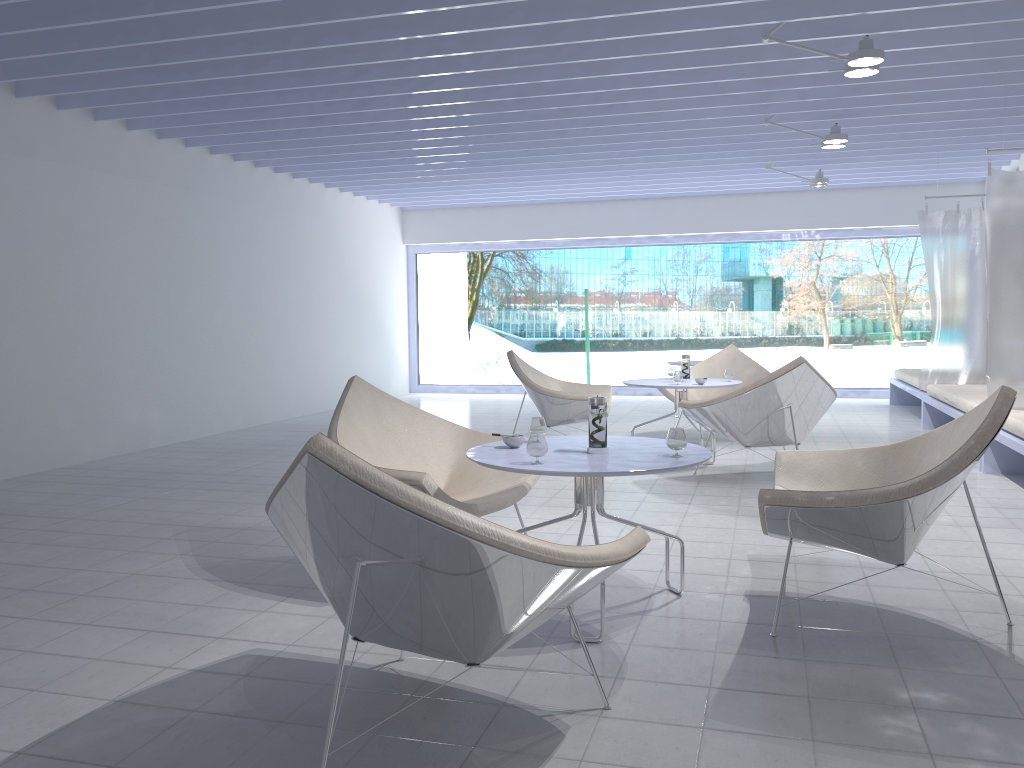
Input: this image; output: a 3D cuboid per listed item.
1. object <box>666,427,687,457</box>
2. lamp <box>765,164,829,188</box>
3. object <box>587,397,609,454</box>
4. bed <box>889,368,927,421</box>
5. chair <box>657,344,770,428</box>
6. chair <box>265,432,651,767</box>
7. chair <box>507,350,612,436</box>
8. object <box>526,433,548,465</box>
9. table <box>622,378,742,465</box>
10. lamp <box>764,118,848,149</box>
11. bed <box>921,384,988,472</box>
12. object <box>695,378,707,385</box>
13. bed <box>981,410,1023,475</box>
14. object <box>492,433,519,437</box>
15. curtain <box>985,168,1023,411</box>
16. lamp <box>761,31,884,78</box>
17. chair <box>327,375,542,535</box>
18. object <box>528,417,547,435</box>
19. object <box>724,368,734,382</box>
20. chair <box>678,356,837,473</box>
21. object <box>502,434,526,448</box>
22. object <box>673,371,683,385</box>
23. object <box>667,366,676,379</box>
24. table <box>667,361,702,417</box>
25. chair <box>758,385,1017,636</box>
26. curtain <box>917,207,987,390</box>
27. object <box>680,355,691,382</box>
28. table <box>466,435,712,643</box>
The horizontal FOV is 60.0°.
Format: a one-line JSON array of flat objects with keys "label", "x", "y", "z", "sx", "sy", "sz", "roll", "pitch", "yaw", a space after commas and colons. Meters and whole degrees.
[{"label": "object", "x": 0.532, "y": 0.188, "z": 2.866, "sx": 0.068, "sy": 0.091, "sz": 0.068, "roll": 0, "pitch": 4, "yaw": 6}, {"label": "lamp", "x": 2.752, "y": -2.025, "z": 8.584, "sx": 0.587, "sy": 0.218, "sz": 0.380, "roll": 0, "pitch": 4, "yaw": 16}, {"label": "object", "x": 0.287, "y": 0.137, "z": 2.965, "sx": 0.075, "sy": 0.185, "sz": 0.075, "roll": -2, "pitch": 4, "yaw": -21}, {"label": "bed", "x": 4.810, "y": 0.104, "z": 8.404, "sx": 2.022, "sy": 0.422, "sz": 2.200, "roll": 0, "pitch": 4, "yaw": 16}, {"label": "chair", "x": 1.686, "y": 0.067, "z": 7.105, "sx": 0.906, "sy": 0.759, "sz": 0.753, "roll": 1, "pitch": 5, "yaw": 26}, {"label": "chair", "x": -0.215, "y": 0.453, "z": 2.094, "sx": 0.906, "sy": 0.759, "sz": 0.753, "roll": 2, "pitch": 5, "yaw": 31}, {"label": "chair", "x": 0.324, "y": 0.126, "z": 6.522, "sx": 0.753, "sy": 0.759, "sz": 0.906, "roll": 0, "pitch": 4, "yaw": 12}, {"label": "object", "x": 0.078, "y": 0.202, "z": 2.756, "sx": 0.068, "sy": 0.091, "sz": 0.068, "roll": 0, "pitch": 4, "yaw": 6}, {"label": "table", "x": 1.191, "y": 0.250, "z": 6.233, "sx": 0.825, "sy": 0.534, "sz": 0.823, "roll": 0, "pitch": 4, "yaw": 7}, {"label": "lamp", "x": 2.167, "y": -1.871, "z": 6.563, "sx": 0.587, "sy": 0.218, "sz": 0.380, "roll": 0, "pitch": 4, "yaw": 16}, {"label": "bed", "x": 4.182, "y": 0.263, "z": 6.291, "sx": 2.016, "sy": 0.427, "sz": 2.200, "roll": 0, "pitch": 4, "yaw": 16}, {"label": "object", "x": 1.262, "y": -0.018, "z": 5.921, "sx": 0.082, "sy": 0.043, "sz": 0.082, "roll": -2, "pitch": 4, "yaw": -16}, {"label": "bed", "x": 3.585, "y": 0.426, "z": 4.173, "sx": 2.022, "sy": 0.422, "sz": 2.200, "roll": 0, "pitch": 4, "yaw": 16}, {"label": "object", "x": -0.022, "y": 0.181, "z": 3.115, "sx": 0.098, "sy": 0.016, "sz": 0.012, "roll": 0, "pitch": 4, "yaw": 16}, {"label": "curtain", "x": 3.854, "y": -0.526, "z": 5.168, "sx": 1.998, "sy": 1.559, "sz": 0.125, "roll": 0, "pitch": 4, "yaw": 15}, {"label": "lamp", "x": 1.587, "y": -1.719, "z": 4.561, "sx": 0.587, "sy": 0.218, "sz": 0.380, "roll": 0, "pitch": 4, "yaw": 16}, {"label": "chair", "x": -0.373, "y": 0.351, "z": 3.537, "sx": 0.753, "sy": 0.759, "sz": 0.906, "roll": 2, "pitch": 5, "yaw": 34}, {"label": "object", "x": 0.093, "y": 0.167, "z": 3.230, "sx": 0.068, "sy": 0.091, "sz": 0.068, "roll": 0, "pitch": 4, "yaw": 6}, {"label": "object", "x": 1.512, "y": -0.063, "z": 6.169, "sx": 0.068, "sy": 0.091, "sz": 0.068, "roll": 0, "pitch": 4, "yaw": 9}, {"label": "chair", "x": 1.550, "y": 0.198, "z": 5.326, "sx": 0.906, "sy": 0.759, "sz": 0.753, "roll": -2, "pitch": 4, "yaw": -14}, {"label": "object", "x": 0.007, "y": 0.202, "z": 3.103, "sx": 0.082, "sy": 0.043, "sz": 0.082, "roll": 1, "pitch": 4, "yaw": 18}, {"label": "object", "x": 1.106, "y": -0.040, "z": 5.921, "sx": 0.068, "sy": 0.091, "sz": 0.068, "roll": 3, "pitch": 6, "yaw": 44}, {"label": "object", "x": 1.171, "y": -0.082, "z": 6.487, "sx": 0.068, "sy": 0.091, "sz": 0.068, "roll": 3, "pitch": 5, "yaw": 38}, {"label": "table", "x": 1.964, "y": 0.052, "z": 8.838, "sx": 0.823, "sy": 0.534, "sz": 0.825, "roll": -3, "pitch": 5, "yaw": -27}, {"label": "chair", "x": 1.227, "y": 0.377, "z": 2.903, "sx": 0.753, "sy": 0.759, "sz": 0.906, "roll": 1, "pitch": 4, "yaw": 20}, {"label": "curtain", "x": 4.430, "y": -0.709, "z": 7.303, "sx": 2.050, "sy": 1.552, "sz": 0.151, "roll": 0, "pitch": 4, "yaw": 16}, {"label": "object", "x": 1.218, "y": -0.112, "z": 6.223, "sx": 0.075, "sy": 0.189, "sz": 0.075, "roll": 0, "pitch": 4, "yaw": 8}, {"label": "table", "x": 0.260, "y": 0.494, "z": 3.024, "sx": 0.825, "sy": 0.534, "sz": 0.823, "roll": -1, "pitch": 4, "yaw": -7}]
